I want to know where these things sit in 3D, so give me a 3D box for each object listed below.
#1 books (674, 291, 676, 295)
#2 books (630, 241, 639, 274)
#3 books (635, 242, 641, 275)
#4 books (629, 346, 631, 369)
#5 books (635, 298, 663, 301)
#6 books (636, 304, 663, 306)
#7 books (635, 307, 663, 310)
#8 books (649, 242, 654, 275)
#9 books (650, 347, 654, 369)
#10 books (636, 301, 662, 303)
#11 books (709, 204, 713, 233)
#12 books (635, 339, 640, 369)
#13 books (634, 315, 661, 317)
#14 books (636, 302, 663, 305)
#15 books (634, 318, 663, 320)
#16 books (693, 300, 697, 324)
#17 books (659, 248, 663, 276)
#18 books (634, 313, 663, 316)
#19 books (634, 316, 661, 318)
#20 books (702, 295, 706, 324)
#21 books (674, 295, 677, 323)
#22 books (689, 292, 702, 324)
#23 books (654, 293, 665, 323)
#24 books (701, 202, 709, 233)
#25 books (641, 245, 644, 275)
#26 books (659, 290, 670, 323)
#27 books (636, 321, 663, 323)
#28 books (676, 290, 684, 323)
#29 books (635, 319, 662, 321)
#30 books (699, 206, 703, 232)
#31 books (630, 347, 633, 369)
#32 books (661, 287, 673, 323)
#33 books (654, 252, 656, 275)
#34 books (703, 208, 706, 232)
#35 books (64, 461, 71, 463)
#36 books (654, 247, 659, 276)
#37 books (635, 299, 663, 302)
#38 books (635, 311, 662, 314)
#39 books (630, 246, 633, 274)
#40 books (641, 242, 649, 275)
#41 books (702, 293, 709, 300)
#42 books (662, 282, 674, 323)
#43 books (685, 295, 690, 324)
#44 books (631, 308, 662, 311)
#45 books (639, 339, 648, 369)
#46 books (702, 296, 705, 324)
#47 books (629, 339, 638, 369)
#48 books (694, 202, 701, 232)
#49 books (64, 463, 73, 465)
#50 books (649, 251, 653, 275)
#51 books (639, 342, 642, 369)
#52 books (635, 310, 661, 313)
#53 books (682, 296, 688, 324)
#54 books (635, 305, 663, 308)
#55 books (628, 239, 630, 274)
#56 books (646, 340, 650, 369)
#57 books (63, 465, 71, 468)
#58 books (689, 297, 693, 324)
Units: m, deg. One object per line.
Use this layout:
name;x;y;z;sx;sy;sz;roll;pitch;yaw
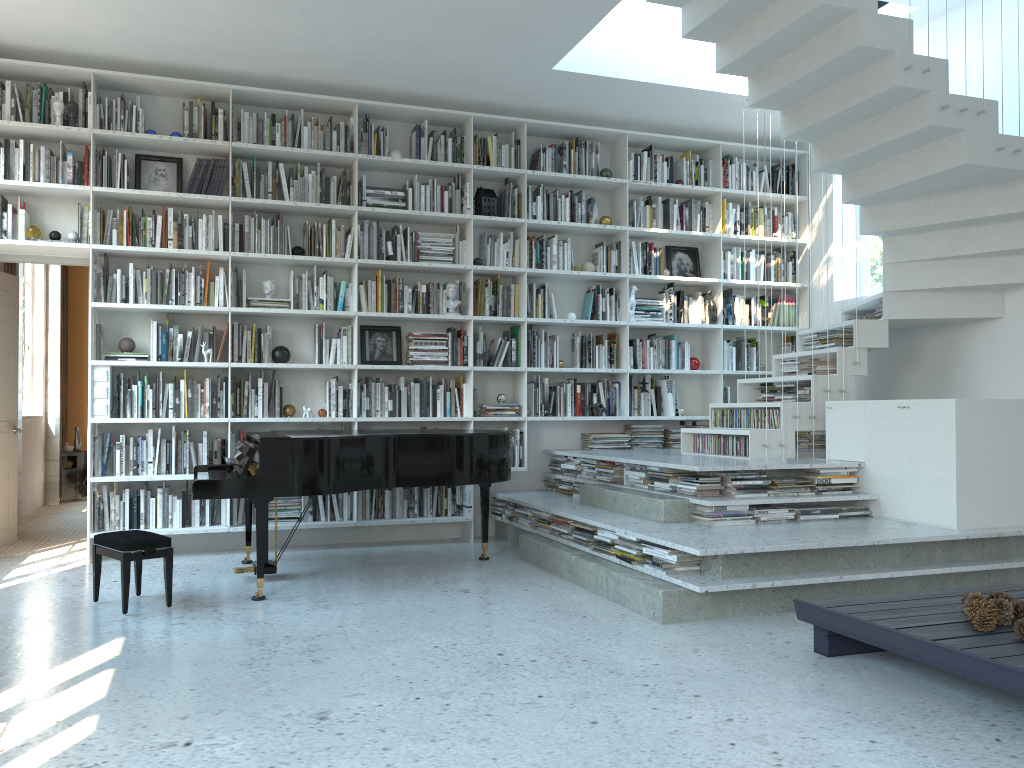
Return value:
books;1.296;-0.612;7.221;0.013;0.280;0.131;0;-1;-19
books;0.957;-0.988;7.104;0.065;0.289;0.146;0;-1;-19
books;0.994;-0.985;7.124;0.012;0.285;0.159;0;-1;-19
books;0.898;-0.202;7.062;0.023;0.186;0.159;0;-1;-19
books;1.052;-0.674;7.133;0.285;0.012;0.159;0;-2;-17
books;1.054;-0.626;7.125;0.285;0.012;0.159;1;-2;-24
books;1.053;-0.602;7.129;0.285;0.012;0.159;1;-2;-22
books;1.095;-0.985;7.143;0.014;0.285;0.175;0;-1;-19
books;1.080;-0.198;7.117;0.027;0.181;0.186;0;-1;-19
books;1.052;-0.650;7.132;0.254;0.012;0.161;0;-2;-17
books;1.601;-1.337;7.329;0.031;0.265;0.169;0;-1;-19
books;0.976;-0.231;7.096;0.024;0.247;0.143;0;-1;-19
books;1.049;-0.541;7.129;0.254;0.012;0.161;0;-2;-17
books;1.052;-0.637;7.132;0.285;0.012;0.159;0;-2;-17
books;1.051;-0.517;7.122;0.285;0.012;0.159;0;-2;-14
books;1.464;-0.577;7.282;0.025;0.213;0.155;0;-1;-19
books;1.167;-0.964;7.161;0.026;0.243;0.178;0;-1;-19
books;1.050;-0.553;7.130;0.285;0.012;0.159;1;-2;-21
books;1.050;-0.529;7.125;0.254;0.012;0.161;0;-2;-15
books;1.548;-0.597;7.305;0.024;0.254;0.145;0;-1;-19
books;1.281;-0.591;7.197;0.030;0.236;0.179;0;-1;-19
books;1.494;-0.606;7.268;0.021;0.271;0.191;0;-1;-19
books;1.197;-0.600;7.177;0.012;0.254;0.161;0;-1;-19
books;1.573;-1.346;7.322;0.026;0.284;0.147;0;-1;-19
books;1.017;-0.977;7.142;0.043;0.269;0.131;0;-1;-19
books;1.235;-0.615;7.202;0.012;0.285;0.159;0;-1;-19
books;1.050;-0.492;7.124;0.285;0.012;0.159;0;-2;-15
books;1.334;-0.613;7.221;0.059;0.282;0.167;0;-1;-19
books;1.050;-0.504;7.125;0.254;0.012;0.161;1;-2;-23
books;1.516;-1.326;7.295;0.030;0.241;0.162;0;-1;-19
books;0.920;-0.200;7.067;0.022;0.184;0.162;0;-1;-19
books;1.255;-0.623;7.181;0.011;0.300;0.184;0;-1;-19
books;1.116;-0.948;7.154;0.033;0.213;0.152;0;-1;-19
books;1.550;-1.321;7.318;0.022;0.234;0.158;0;-1;-19
books;-4.831;0.839;9.500;0.133;0.012;0.189;0;-2;-2
books;1.141;-0.968;7.163;0.021;0.253;0.167;0;-1;-19
books;1.052;-0.662;7.133;0.285;0.012;0.159;1;-2;-21
books;1.052;-0.565;7.124;0.254;0.012;0.161;1;-2;-24
books;0.922;-0.968;7.086;0.011;0.248;0.155;0;-1;-19
books;1.051;-0.986;7.129;0.012;0.287;0.176;0;-1;-19
books;1.615;-0.610;7.345;0.029;0.283;0.138;0;-1;-19
books;1.265;-0.642;7.184;0.010;0.339;0.180;0;-1;-19
books;1.408;-0.595;7.272;0.031;0.250;0.133;0;-1;-19
books;1.054;-0.590;7.125;0.254;0.012;0.161;0;-2;-14
books;1.023;-0.231;7.093;0.045;0.246;0.185;0;-1;-19
books;1.523;-0.590;7.280;0.041;0.239;0.176;0;-1;-19
books;0.946;-0.230;7.074;0.047;0.244;0.177;0;-1;-19
books;1.487;-1.342;7.278;0.036;0.272;0.177;0;-1;-19
books;-4.829;0.855;9.491;0.133;0.022;0.189;-1;-2;32
books;1.086;-0.946;7.127;0.013;0.207;0.189;0;-1;-19
books;0.996;-0.219;7.090;0.011;0.223;0.163;0;-1;-19
books;1.048;-0.577;7.134;0.254;0.012;0.161;1;-2;-19
books;1.385;-0.592;7.244;0.031;0.242;0.147;0;-1;-19
books;1.052;-0.614;7.132;0.285;0.012;0.159;0;-2;-17
books;0.907;-0.994;7.090;0.015;0.300;0.140;0;-1;-19
books;1.051;-0.227;7.120;0.026;0.239;0.177;0;-1;-19
books;-4.825;0.882;9.493;0.128;0.030;0.182;0;-2;3
books;1.437;-0.588;7.280;0.028;0.235;0.129;0;-1;-19
